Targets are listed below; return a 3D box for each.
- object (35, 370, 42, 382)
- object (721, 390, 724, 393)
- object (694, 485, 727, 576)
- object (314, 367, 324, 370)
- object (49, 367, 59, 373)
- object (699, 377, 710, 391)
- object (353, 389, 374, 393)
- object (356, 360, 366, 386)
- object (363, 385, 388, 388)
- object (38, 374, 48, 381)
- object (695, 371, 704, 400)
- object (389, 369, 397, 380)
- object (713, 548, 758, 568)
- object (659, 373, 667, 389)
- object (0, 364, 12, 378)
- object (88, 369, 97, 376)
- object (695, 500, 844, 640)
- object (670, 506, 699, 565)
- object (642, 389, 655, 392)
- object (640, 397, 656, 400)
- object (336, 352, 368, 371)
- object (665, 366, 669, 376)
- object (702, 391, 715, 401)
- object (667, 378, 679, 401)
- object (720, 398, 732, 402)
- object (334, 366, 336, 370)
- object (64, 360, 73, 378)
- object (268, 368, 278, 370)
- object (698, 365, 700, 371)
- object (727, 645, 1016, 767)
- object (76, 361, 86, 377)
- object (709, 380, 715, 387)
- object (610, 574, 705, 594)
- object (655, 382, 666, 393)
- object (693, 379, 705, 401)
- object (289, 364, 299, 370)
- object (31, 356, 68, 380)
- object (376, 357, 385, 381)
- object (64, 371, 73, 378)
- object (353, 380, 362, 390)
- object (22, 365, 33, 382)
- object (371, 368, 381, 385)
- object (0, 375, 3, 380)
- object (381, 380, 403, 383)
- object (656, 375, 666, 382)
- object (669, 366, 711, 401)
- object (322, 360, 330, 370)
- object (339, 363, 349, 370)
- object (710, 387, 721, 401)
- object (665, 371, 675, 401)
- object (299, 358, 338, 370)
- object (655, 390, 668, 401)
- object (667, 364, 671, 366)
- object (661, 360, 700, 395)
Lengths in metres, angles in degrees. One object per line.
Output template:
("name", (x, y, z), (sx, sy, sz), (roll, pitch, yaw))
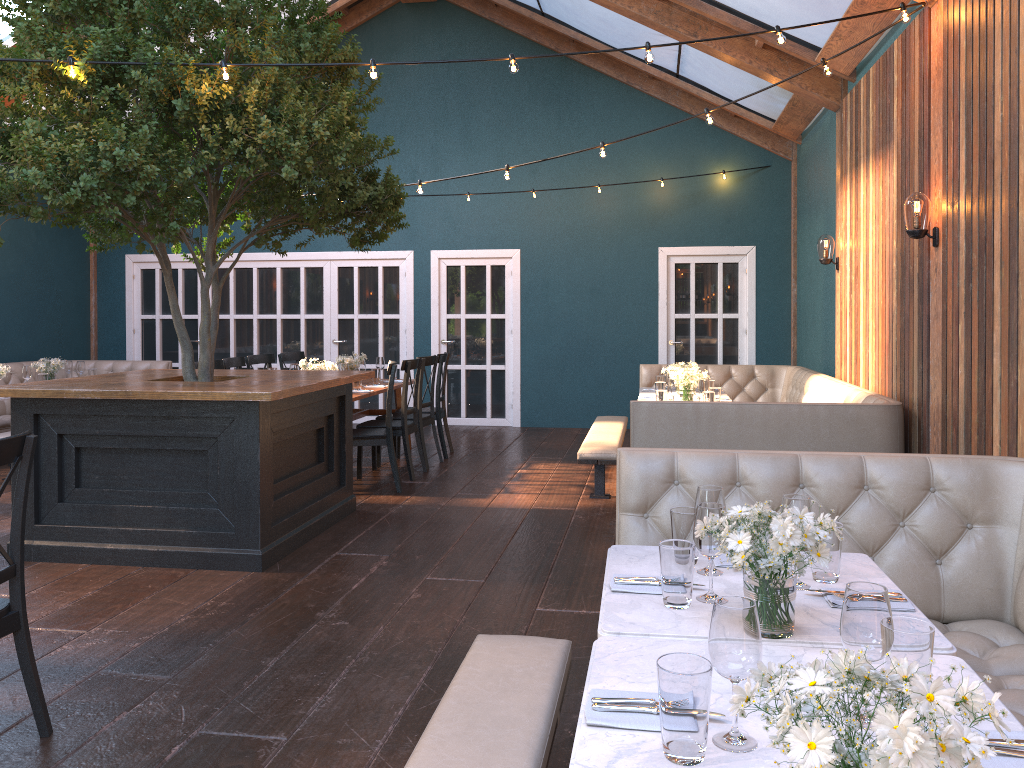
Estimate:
("object", (-4.926, -0.064, 9.227), (0.092, 0.158, 0.092), (0, 2, -4))
("object", (1.855, 0.067, 8.271), (0.255, 0.019, 0.158), (1, 5, 9))
("object", (0.565, 0.416, 2.523), (0.092, 0.244, 0.092), (-1, 1, -33))
("object", (-1.583, -0.015, 7.259), (0.092, 0.244, 0.092), (-1, 1, -33))
("object", (-4.812, -0.113, 9.296), (0.092, 0.244, 0.092), (-1, 2, -39))
("object", (1.489, 0.069, 6.852), (0.092, 0.244, 0.092), (-1, 1, -33))
("object", (-1.347, 0.059, 7.744), (0.255, 0.019, 0.158), (1, 5, 9))
("object", (-1.427, -0.104, 8.370), (0.092, 0.244, 0.092), (-1, 2, -39))
("object", (-1.289, 0.018, 8.249), (0.255, 0.019, 0.158), (1, 5, 9))
("object", (-4.595, -0.020, 8.671), (0.092, 0.158, 0.092), (0, 2, -4))
("object", (1.607, 0.009, 7.593), (0.092, 0.244, 0.092), (-1, 1, -33))
("object", (-1.214, -0.113, 9.015), (0.092, 0.158, 0.092), (1, 2, 35))
("object", (0.680, 0.519, 2.645), (0.157, 0.019, 0.256), (1, 5, 9))
("object", (1.479, -0.029, 8.610), (0.092, 0.158, 0.092), (0, 2, -4))
("object", (-4.861, -0.062, 8.249), (0.329, 0.309, 0.336), (-2, 4, -39))
("object", (-4.479, -0.083, 9.447), (0.092, 0.158, 0.092), (0, 2, -4))
("object", (0.599, 0.419, 2.071), (0.336, 0.309, 0.330), (1, 3, 21))
("object", (0.515, 0.451, 2.620), (0.092, 0.158, 0.092), (0, 2, -4))
("object", (1.359, 0.059, 8.391), (0.255, 0.019, 0.158), (1, 5, 9))
("object", (1.229, 0.120, 7.629), (0.255, 0.019, 0.158), (1, 5, 9))
("object", (-1.574, -0.157, 8.635), (0.329, 0.309, 0.337), (0, 3, 7))
("object", (1.479, -0.045, 8.275), (0.092, 0.244, 0.092), (-1, 2, -39))
("object", (1.453, 0.137, 6.537), (0.092, 0.158, 0.092), (0, 2, -4))
("object", (1.226, 0.079, 6.726), (0.092, 0.244, 0.092), (-1, 1, -33))
("object", (1.728, 0.131, 7.480), (0.255, 0.019, 0.158), (1, 5, 9))
("object", (-1.798, -0.096, 8.819), (0.092, 0.158, 0.092), (1, 2, 35))
("object", (-4.771, -0.131, 9.520), (0.092, 0.244, 0.092), (-1, 2, -39))
("object", (-1.938, -0.007, 7.171), (0.092, 0.244, 0.092), (-1, 1, -33))
("object", (1.734, -0.054, 8.384), (0.092, 0.244, 0.092), (-1, 2, -39))
("object", (0.448, 0.495, 1.123), (0.336, 0.309, 0.329), (1, 3, 26))
("object", (-4.569, -0.120, 9.378), (0.092, 0.244, 0.092), (-1, 2, -39))
("object", (1.705, 0.048, 7.644), (0.092, 0.158, 0.092), (0, 2, -4))
("object", (0.394, 0.538, 2.402), (0.255, 0.019, 0.158), (1, 5, 9))
("object", (1.252, 0.063, 7.463), (0.092, 0.158, 0.092), (0, 2, -4))
("object", (1.402, 0.086, 6.633), (0.092, 0.244, 0.092), (-1, 1, -33))
("object", (-1.904, -0.053, 7.742), (0.092, 0.244, 0.092), (-1, 1, -33))
("object", (-4.744, -0.128, 9.073), (0.336, 0.309, 0.329), (-1, 3, -26))
("object", (-1.334, -0.151, 8.965), (0.092, 0.244, 0.092), (-1, 2, -39))
("object", (-4.822, -0.096, 9.618), (0.092, 0.158, 0.092), (0, 2, -4))
("object", (-1.386, -0.025, 7.918), (0.092, 0.158, 0.092), (-2, 2, -44))
("object", (-4.710, -0.057, 8.598), (0.092, 0.244, 0.092), (-1, 1, -33))
("object", (-1.295, -0.066, 8.436), (0.092, 0.158, 0.092), (1, 2, 35))
("object", (-4.937, -0.049, 8.501), (0.092, 0.244, 0.092), (-1, 1, -33))
("object", (-1.192, -0.029, 8.836), (0.255, 0.019, 0.158), (1, 5, 9))
("object", (1.382, 0.002, 8.226), (0.092, 0.158, 0.092), (0, 2, -4))
("object", (1.434, 0.005, 7.240), (0.329, 0.309, 0.336), (-2, 4, -39))
("object", (-1.743, -0.097, 8.294), (0.092, 0.244, 0.092), (-1, 2, -39))
("object", (-1.488, -0.062, 7.848), (0.092, 0.244, 0.092), (-1, 1, -33))
("object", (1.586, 0.107, 6.903), (0.092, 0.158, 0.092), (0, 2, -4))
("object", (1.349, 0.016, 7.513), (0.092, 0.244, 0.092), (-1, 1, -33))
("object", (-1.671, -0.075, 7.605), (0.329, 0.309, 0.337), (1, 3, 24))
("object", (1.129, 0.126, 6.676), (0.092, 0.158, 0.092), (0, 2, -4))
("object", (1.530, -0.064, 8.512), (0.092, 0.244, 0.092), (-1, 2, -39))
("object", (1.551, -0.061, 8.063), (0.336, 0.309, 0.329), (-1, 3, -26))
